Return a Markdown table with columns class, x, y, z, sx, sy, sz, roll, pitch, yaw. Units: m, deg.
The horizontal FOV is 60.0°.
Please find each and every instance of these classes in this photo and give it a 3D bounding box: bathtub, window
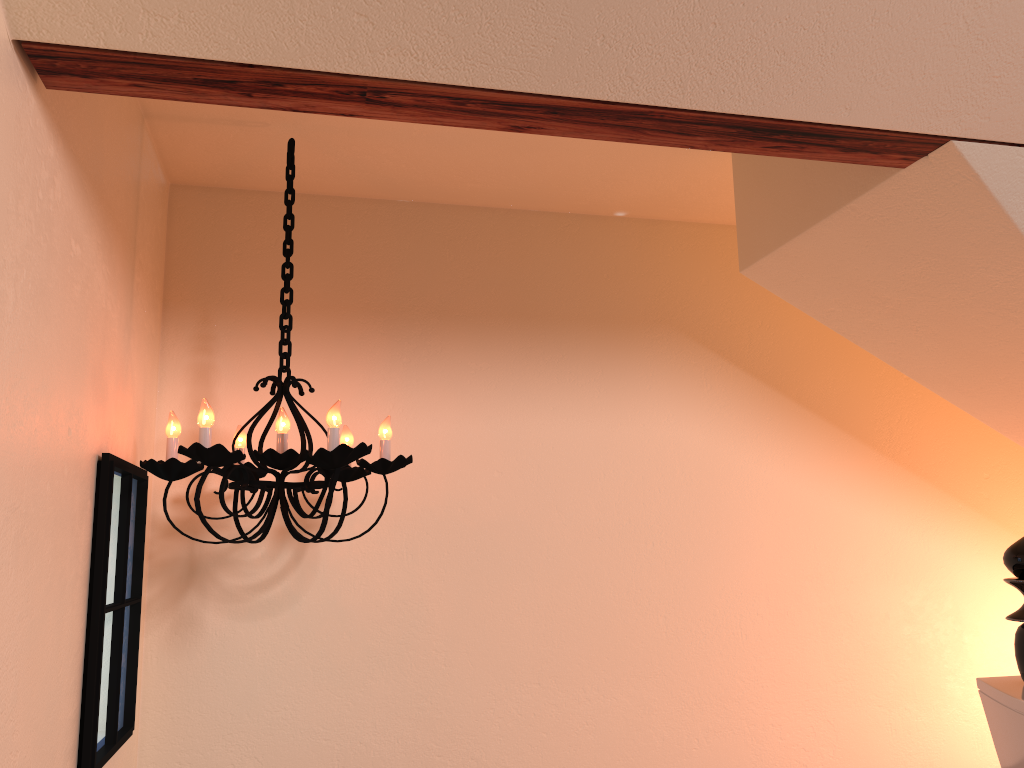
| class | x | y | z | sx | sy | sz | roll | pitch | yaw |
| --- | --- | --- | --- | --- | --- | --- | --- | --- | --- |
| bathtub | 1.723 | 0.764 | 1.064 | 2.216 | 0.689 | 0.804 | 2 | -11 | -13 |
| window | -0.879 | 0.543 | 1.955 | 0.046 | 0.697 | 0.452 | 1 | -10 | -13 |

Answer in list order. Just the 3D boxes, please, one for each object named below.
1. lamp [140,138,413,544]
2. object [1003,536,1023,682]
| class | x | y | z | sx | sy | sz | roll | pitch | yaw |
| --- | --- | --- | --- | --- | --- | --- | --- | --- | --- |
| lamp | -0.551 | -0.140 | 2.147 | 0.616 | 1.118 | 0.544 | 0 | -10 | -2 |
| object | 0.743 | 0.328 | 1.144 | 0.156 | 0.227 | 0.278 | -4 | -11 | 17 |
